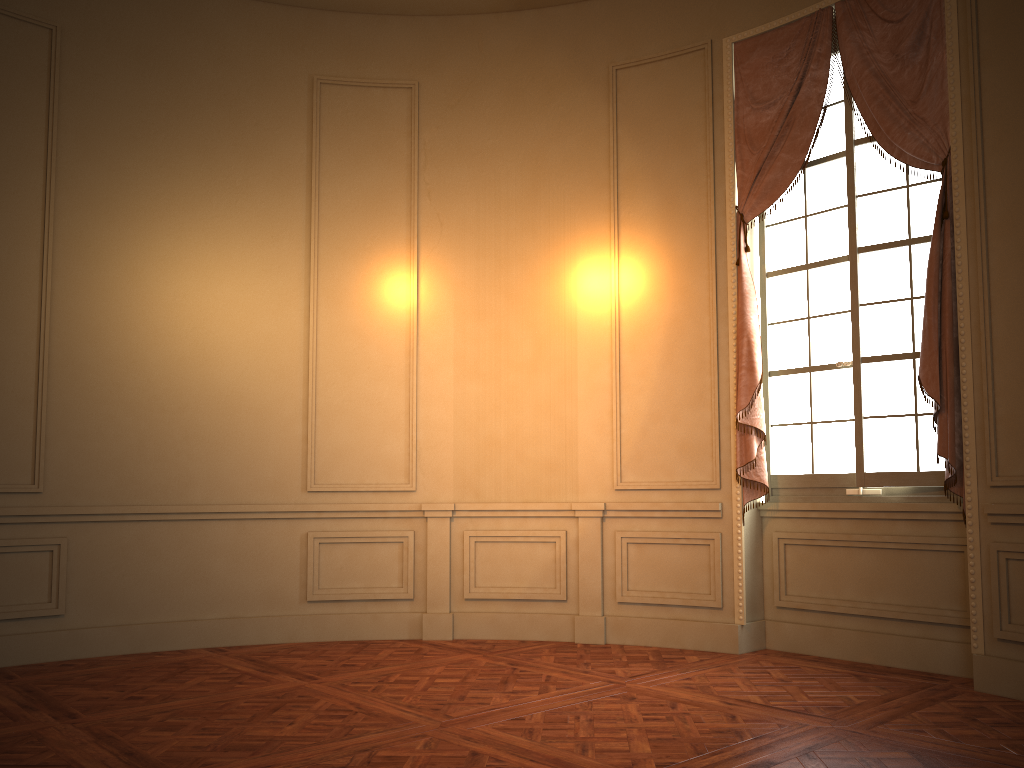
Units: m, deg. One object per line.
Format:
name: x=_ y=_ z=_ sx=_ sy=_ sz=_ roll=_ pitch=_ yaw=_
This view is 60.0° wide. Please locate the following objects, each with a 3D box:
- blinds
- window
blinds: x=1.779 y=-0.700 z=4.888 sx=0.293 sy=2.969 sz=1.304 roll=4 pitch=-6 yaw=-42
window: x=1.947 y=-0.747 z=5.056 sx=0.157 sy=2.829 sz=1.282 roll=4 pitch=-6 yaw=-41
